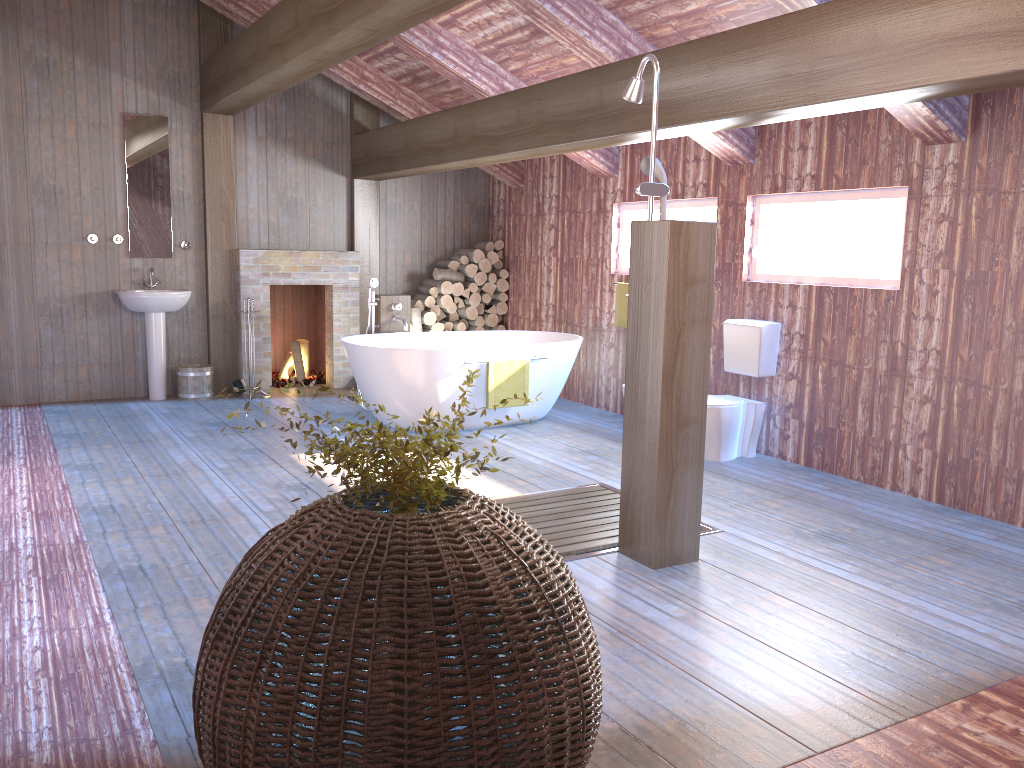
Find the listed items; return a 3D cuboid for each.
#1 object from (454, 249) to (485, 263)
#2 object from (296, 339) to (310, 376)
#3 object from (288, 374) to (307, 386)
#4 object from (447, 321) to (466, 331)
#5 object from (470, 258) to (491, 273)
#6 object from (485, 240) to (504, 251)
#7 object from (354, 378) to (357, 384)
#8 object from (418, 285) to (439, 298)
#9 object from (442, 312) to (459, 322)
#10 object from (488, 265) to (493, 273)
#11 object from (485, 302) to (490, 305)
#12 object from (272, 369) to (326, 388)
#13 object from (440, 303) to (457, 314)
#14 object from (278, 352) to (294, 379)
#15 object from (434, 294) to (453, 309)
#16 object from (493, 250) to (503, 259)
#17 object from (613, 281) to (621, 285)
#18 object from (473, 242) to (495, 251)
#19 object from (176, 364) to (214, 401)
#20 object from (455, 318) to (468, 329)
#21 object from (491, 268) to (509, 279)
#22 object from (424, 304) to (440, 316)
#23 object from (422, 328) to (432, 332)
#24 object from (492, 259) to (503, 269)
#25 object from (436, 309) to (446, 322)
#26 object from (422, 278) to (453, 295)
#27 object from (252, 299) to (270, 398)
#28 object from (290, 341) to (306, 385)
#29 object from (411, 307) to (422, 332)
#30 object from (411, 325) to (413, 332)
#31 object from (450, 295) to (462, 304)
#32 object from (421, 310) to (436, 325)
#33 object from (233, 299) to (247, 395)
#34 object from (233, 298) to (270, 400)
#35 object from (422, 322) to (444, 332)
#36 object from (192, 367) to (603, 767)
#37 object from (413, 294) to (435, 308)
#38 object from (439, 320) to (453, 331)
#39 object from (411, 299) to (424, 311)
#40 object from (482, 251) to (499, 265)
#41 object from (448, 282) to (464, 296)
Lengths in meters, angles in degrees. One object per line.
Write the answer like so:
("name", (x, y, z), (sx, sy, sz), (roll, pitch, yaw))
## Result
("object", (-0.435, -1.296, 8.959), (0.135, 0.139, 0.456), (-4, 10, -29))
("object", (-2.120, -0.227, 8.968), (0.140, 0.459, 0.266), (-1, 9, -13))
("object", (-2.112, -0.043, 8.745), (0.085, 0.084, 0.278), (4, 9, 16))
("object", (-0.614, -0.592, 8.942), (0.098, 0.100, 0.437), (-4, 10, -32))
("object", (-0.383, -1.206, 8.983), (0.141, 0.143, 0.437), (-4, 10, -32))
("object", (-0.196, -1.420, 9.102), (0.112, 0.113, 0.271), (-4, 10, -30))
("object", (-1.422, -0.026, 8.540), (0.141, 0.143, 0.437), (-4, 10, -32))
("object", (-0.826, -0.917, 8.774), (0.106, 0.112, 0.282), (-4, 10, -29))
("object", (-0.658, -0.701, 9.015), (0.104, 0.127, 0.321), (-4, 10, -30))
("object", (-0.330, -1.188, 9.136), (0.132, 0.119, 0.319), (-4, 10, -29))
("object", (-0.294, -0.847, 9.079), (0.067, 0.069, 0.177), (-4, 10, -30))
("object", (-2.255, -0.073, 9.020), (0.935, 0.085, 0.829), (9, 11, 41))
("object", (-0.666, -0.774, 8.878), (0.115, 0.123, 0.291), (-4, 10, -29))
("object", (-2.230, -0.168, 8.838), (0.221, 0.306, 0.121), (1, 9, -3))
("object", (-0.750, -0.832, 8.821), (0.141, 0.143, 0.437), (-4, 10, -32))
("object", (-0.202, -1.338, 9.130), (0.081, 0.100, 0.281), (-4, 10, -30))
("object", (0.988, -0.791, 7.101), (0.091, 0.043, 0.581), (-4, 10, -30))
("object", (-0.288, -1.390, 9.051), (0.104, 0.121, 0.270), (-4, 10, -29))
("object", (-2.773, -0.015, 7.770), (0.309, 0.290, 0.308), (-2, 9, -20))
("object", (-0.568, -0.622, 9.082), (0.116, 0.118, 0.289), (-4, 10, -32))
("object", (-0.184, -1.140, 9.111), (0.102, 0.109, 0.438), (-4, 10, -30))
("object", (-0.827, -0.740, 8.803), (0.111, 0.113, 0.301), (-4, 10, -31))
("object", (-0.946, -0.469, 8.794), (0.155, 0.174, 0.483), (-4, 10, -32))
("object", (-0.203, -1.240, 9.127), (0.107, 0.115, 0.269), (-4, 10, -29))
("object", (-0.785, -0.707, 8.936), (0.128, 0.150, 0.323), (-4, 10, -30))
("object", (-0.739, -0.969, 8.811), (0.135, 0.145, 0.439), (-4, 10, -30))
("object", (-2.262, -0.316, 7.860), (0.206, 0.871, 0.126), (3, 9, 12))
("object", (-2.098, -0.204, 8.717), (0.098, 0.434, 0.283), (-4, 10, -32))
("object", (-0.928, -0.596, 8.555), (0.147, 0.298, 0.109), (-3, 10, -27))
("object", (-1.127, -0.574, 8.653), (0.139, 0.137, 0.455), (-4, 10, -32))
("object", (-0.604, -0.854, 8.905), (0.088, 0.092, 0.280), (-4, 10, -29))
("object", (-0.901, -0.669, 8.761), (0.138, 0.147, 0.440), (-4, 10, -30))
("object", (-2.394, -0.322, 7.795), (0.062, 0.846, 0.136), (8, 11, 40))
("object", (-2.360, -0.323, 7.876), (0.276, 0.888, 0.333), (3, 9, 11))
("object", (-0.835, -0.568, 8.834), (0.139, 0.148, 0.458), (-4, 10, -30))
("object", (-0.260, 0.503, 2.144), (0.970, 1.073, 0.972), (8, 11, 39))
("object", (-0.867, -0.823, 8.747), (0.115, 0.123, 0.291), (-4, 10, -29))
("object", (-0.706, -0.583, 8.894), (0.114, 0.120, 0.303), (-4, 10, -29))
("object", (-0.982, -0.778, 8.742), (0.114, 0.113, 0.301), (-4, 10, -32))
("object", (-0.299, -1.290, 9.043), (0.133, 0.142, 0.456), (-4, 10, -29))
("object", (-0.641, -0.962, 8.871), (0.138, 0.147, 0.440), (-4, 10, -30))
